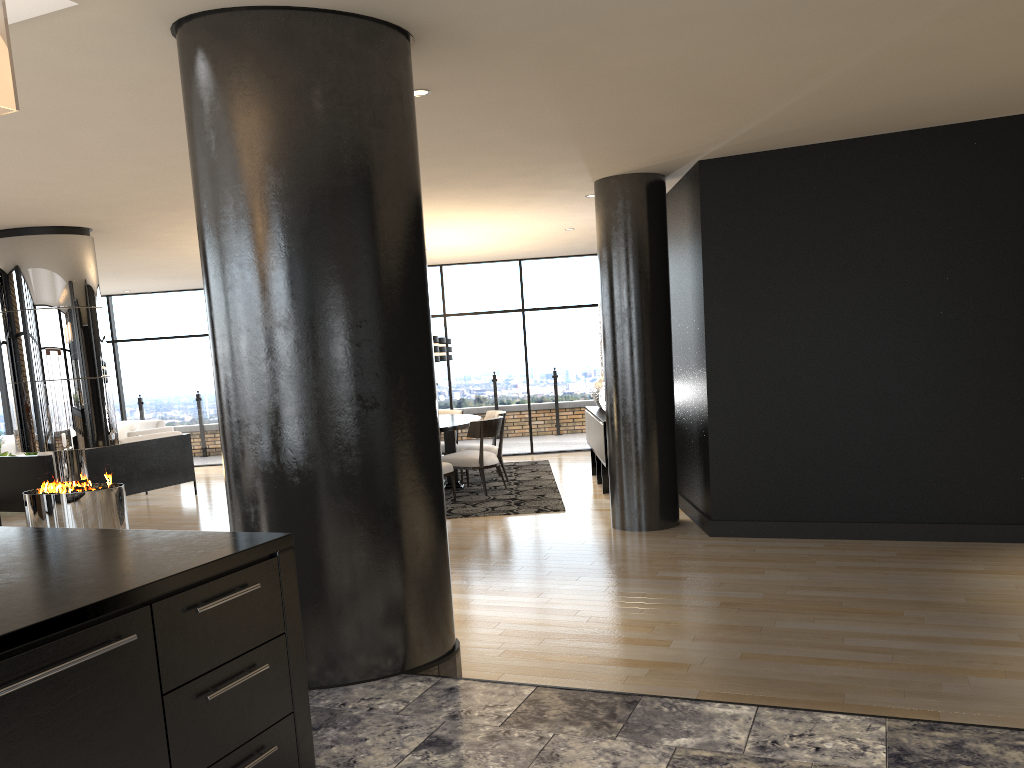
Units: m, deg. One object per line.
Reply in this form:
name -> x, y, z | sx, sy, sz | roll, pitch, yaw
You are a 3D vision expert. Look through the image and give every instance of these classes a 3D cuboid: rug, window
rug -> -0.875, 1.178, 9.909 | 2.717, 0.011, 3.691 | -4, 2, 0
window -> -4.572, -0.842, 5.734 | 10.133, 4.830, 15.747 | -3, 3, 9

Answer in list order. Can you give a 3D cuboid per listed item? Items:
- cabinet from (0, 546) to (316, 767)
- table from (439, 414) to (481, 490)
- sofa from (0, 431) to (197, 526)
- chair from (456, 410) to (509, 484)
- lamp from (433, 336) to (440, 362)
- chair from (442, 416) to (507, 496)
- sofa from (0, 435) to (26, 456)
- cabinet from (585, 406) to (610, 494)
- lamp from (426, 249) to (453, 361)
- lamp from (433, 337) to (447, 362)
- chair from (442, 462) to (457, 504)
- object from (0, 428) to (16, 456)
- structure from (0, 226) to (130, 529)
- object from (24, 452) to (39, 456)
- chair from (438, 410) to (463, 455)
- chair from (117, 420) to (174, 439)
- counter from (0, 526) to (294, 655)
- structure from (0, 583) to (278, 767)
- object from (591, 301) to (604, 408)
cabinet -> -1.638, 1.035, 1.043 | 1.180, 1.047, 3.086 | -2, 3, 23
table -> -0.914, 0.801, 9.797 | 1.209, 0.776, 2.088 | -4, 3, 2
sofa -> -4.630, 1.024, 9.933 | 0.839, 0.810, 2.013 | -2, 3, 23
chair -> -0.355, 0.734, 10.141 | 0.615, 0.814, 0.638 | -5, 6, -14
lamp -> -1.031, -0.866, 8.738 | 0.536, 1.342, 0.530 | -4, 7, 0
chair -> -0.396, 0.765, 9.350 | 0.616, 0.814, 0.636 | -1, 6, 29
sofa -> -7.437, 1.139, 11.118 | 0.855, 0.863, 2.670 | -2, 3, 23
cabinet -> 1.186, 0.676, 9.471 | 0.610, 0.773, 2.218 | -4, 3, 1
lamp -> -1.021, -0.932, 10.519 | 0.536, 1.342, 0.530 | -4, 7, 0
lamp -> -1.026, -0.899, 9.628 | 0.536, 1.342, 0.530 | -4, 7, 0
chair -> -0.988, 0.832, 8.608 | 0.643, 0.814, 0.610 | -1, 6, 29
object -> -6.095, 0.830, 10.569 | 0.369, 0.637, 0.352 | 2, 8, 42
structure -> -3.919, 0.083, 7.671 | 0.893, 2.771, 0.579 | -2, 7, 11
object -> -5.943, 0.939, 10.978 | 0.284, 0.374, 0.212 | -4, 6, 1
chair -> -0.930, 0.746, 10.848 | 0.643, 0.814, 0.609 | -2, 6, 21
chair -> -5.379, 0.959, 12.325 | 1.002, 0.864, 0.846 | -2, 5, 23
counter -> -1.673, 0.500, 0.972 | 1.180, 0.032, 3.086 | -3, 2, 23
structure -> -1.396, 0.559, 0.869 | 0.656, 1.027, 2.751 | -1, 3, 22
object -> 1.061, -0.336, 10.119 | 0.344, 1.221, 0.339 | -3, 7, 9
